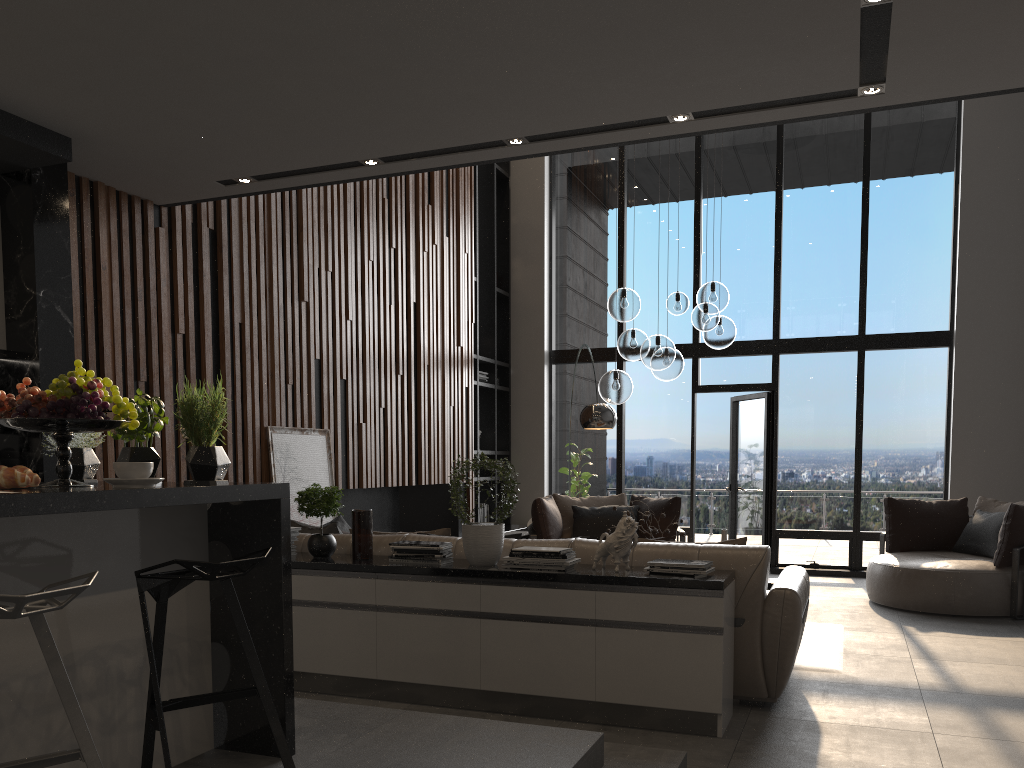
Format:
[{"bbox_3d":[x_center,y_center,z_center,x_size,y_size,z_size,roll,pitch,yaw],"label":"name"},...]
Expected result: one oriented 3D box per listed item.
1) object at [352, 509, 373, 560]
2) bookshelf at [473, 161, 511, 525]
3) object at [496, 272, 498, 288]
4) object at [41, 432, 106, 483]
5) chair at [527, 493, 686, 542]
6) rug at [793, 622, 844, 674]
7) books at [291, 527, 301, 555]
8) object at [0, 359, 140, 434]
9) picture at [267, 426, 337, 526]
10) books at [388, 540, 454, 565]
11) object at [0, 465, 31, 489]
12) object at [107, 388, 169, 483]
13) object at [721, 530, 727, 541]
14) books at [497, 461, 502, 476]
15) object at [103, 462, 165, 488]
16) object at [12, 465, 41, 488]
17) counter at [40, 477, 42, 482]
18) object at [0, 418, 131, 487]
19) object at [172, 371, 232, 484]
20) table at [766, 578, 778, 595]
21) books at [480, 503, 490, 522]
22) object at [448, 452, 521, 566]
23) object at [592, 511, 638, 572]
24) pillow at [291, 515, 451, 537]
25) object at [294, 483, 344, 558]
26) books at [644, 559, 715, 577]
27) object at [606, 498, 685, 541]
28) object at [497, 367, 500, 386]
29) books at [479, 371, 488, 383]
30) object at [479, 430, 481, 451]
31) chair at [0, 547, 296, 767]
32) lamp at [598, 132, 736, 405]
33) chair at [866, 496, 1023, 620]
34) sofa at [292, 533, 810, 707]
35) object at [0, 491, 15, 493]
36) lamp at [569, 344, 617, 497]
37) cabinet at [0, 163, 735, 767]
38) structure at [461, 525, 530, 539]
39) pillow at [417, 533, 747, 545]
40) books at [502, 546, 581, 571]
[{"bbox_3d":[-0.796,0.801,4.658,0.109,0.270,0.108,1,3,27],"label":"object"},{"bbox_3d":[-0.436,-1.043,9.656,0.338,5.358,1.446,2,4,21],"label":"bookshelf"},{"bbox_3d":[-0.221,-1.182,10.170,0.102,0.232,0.101,0,3,6],"label":"object"},{"bbox_3d":[-1.489,0.192,2.964,0.221,0.286,0.210,0,1,34],"label":"object"},{"bbox_3d":[0.862,1.494,8.220,1.443,0.905,1.480,2,-3,-42],"label":"chair"},{"bbox_3d":[1.111,1.757,6.161,2.298,0.020,1.607,-2,-5,21],"label":"rug"},{"bbox_3d":[-1.375,0.884,4.928,0.332,0.151,0.199,-1,-2,22],"label":"books"},{"bbox_3d":[-1.303,0.034,2.504,0.347,0.216,0.318,-1,-2,19],"label":"object"},{"bbox_3d":[-1.445,0.807,6.130,0.101,1.006,0.726,2,2,21],"label":"picture"},{"bbox_3d":[-0.465,0.872,4.525,0.325,0.100,0.204,-2,-4,21],"label":"books"},{"bbox_3d":[-1.299,0.237,2.230,0.131,0.060,0.069,-1,-1,21],"label":"object"},{"bbox_3d":[-1.218,0.171,2.885,0.178,0.315,0.171,1,2,32],"label":"object"},{"bbox_3d":[1.365,1.194,5.995,0.315,0.401,0.318,0,1,40],"label":"object"},{"bbox_3d":[-0.256,0.985,10.249,0.218,0.191,0.373,0,-3,21],"label":"books"},{"bbox_3d":[-1.031,0.248,2.386,0.155,0.071,0.155,0,-3,-10],"label":"object"},{"bbox_3d":[-1.267,0.241,2.274,0.074,0.059,0.060,-1,-1,42],"label":"object"},{"bbox_3d":[-3.099,0.325,2.580,0.610,0.040,3.455,-2,-5,21],"label":"counter"},{"bbox_3d":[-1.292,0.201,2.521,0.367,0.189,0.367,1,-3,-15],"label":"object"},{"bbox_3d":[-0.983,0.132,2.770,0.186,0.372,0.195,-1,2,-24],"label":"object"},{"bbox_3d":[1.128,1.595,6.278,1.452,0.357,0.896,-2,-4,21],"label":"table"},{"bbox_3d":[-0.395,1.492,9.913,0.174,0.289,0.332,1,-1,21],"label":"books"},{"bbox_3d":[-0.144,0.625,4.396,0.385,0.581,0.214,0,3,2],"label":"object"},{"bbox_3d":[0.493,0.748,4.168,0.207,0.292,0.135,1,3,40],"label":"object"},{"bbox_3d":[-0.906,1.126,5.534,0.760,0.550,1.384,1,-4,-38],"label":"pillow"},{"bbox_3d":[-1.042,0.738,4.742,0.271,0.411,0.308,-1,1,-19],"label":"object"},{"bbox_3d":[0.779,0.851,4.059,0.294,0.055,0.183,-2,-5,25],"label":"books"},{"bbox_3d":[0.948,1.123,6.307,0.542,0.608,0.315,0,2,-8],"label":"object"},{"bbox_3d":[-0.204,-0.081,10.177,0.059,0.235,0.187,2,1,24],"label":"object"},{"bbox_3d":[-0.418,-0.067,9.744,0.219,0.129,0.322,-1,-4,21],"label":"books"},{"bbox_3d":[-0.423,0.628,9.786,0.138,0.246,0.136,-1,2,-28],"label":"object"},{"bbox_3d":[-1.126,0.780,1.853,0.434,0.740,1.726,1,-3,21],"label":"chair"},{"bbox_3d":[1.090,-2.355,5.996,1.230,5.037,1.219,1,4,18],"label":"lamp"},{"bbox_3d":[3.787,1.414,7.380,1.443,0.905,1.480,-2,-3,38],"label":"chair"},{"bbox_3d":[0.172,1.298,5.534,3.244,0.824,1.874,-2,-4,21],"label":"sofa"},{"bbox_3d":[-1.260,0.239,1.927,0.227,0.003,0.228,-2,-5,21],"label":"object"},{"bbox_3d":[0.707,0.793,8.391,0.320,2.349,2.025,0,0,-2],"label":"lamp"},{"bbox_3d":[-1.751,-0.234,1.870,3.619,3.261,6.195,0,-3,21],"label":"cabinet"},{"bbox_3d":[-1.200,1.651,7.462,0.667,0.460,6.527,-1,-5,21],"label":"structure"},{"bbox_3d":[0.349,1.064,4.936,1.941,0.503,0.541,-2,-1,20],"label":"pillow"},{"bbox_3d":[0.144,0.855,4.286,0.348,0.100,0.194,-2,-3,21],"label":"books"}]
